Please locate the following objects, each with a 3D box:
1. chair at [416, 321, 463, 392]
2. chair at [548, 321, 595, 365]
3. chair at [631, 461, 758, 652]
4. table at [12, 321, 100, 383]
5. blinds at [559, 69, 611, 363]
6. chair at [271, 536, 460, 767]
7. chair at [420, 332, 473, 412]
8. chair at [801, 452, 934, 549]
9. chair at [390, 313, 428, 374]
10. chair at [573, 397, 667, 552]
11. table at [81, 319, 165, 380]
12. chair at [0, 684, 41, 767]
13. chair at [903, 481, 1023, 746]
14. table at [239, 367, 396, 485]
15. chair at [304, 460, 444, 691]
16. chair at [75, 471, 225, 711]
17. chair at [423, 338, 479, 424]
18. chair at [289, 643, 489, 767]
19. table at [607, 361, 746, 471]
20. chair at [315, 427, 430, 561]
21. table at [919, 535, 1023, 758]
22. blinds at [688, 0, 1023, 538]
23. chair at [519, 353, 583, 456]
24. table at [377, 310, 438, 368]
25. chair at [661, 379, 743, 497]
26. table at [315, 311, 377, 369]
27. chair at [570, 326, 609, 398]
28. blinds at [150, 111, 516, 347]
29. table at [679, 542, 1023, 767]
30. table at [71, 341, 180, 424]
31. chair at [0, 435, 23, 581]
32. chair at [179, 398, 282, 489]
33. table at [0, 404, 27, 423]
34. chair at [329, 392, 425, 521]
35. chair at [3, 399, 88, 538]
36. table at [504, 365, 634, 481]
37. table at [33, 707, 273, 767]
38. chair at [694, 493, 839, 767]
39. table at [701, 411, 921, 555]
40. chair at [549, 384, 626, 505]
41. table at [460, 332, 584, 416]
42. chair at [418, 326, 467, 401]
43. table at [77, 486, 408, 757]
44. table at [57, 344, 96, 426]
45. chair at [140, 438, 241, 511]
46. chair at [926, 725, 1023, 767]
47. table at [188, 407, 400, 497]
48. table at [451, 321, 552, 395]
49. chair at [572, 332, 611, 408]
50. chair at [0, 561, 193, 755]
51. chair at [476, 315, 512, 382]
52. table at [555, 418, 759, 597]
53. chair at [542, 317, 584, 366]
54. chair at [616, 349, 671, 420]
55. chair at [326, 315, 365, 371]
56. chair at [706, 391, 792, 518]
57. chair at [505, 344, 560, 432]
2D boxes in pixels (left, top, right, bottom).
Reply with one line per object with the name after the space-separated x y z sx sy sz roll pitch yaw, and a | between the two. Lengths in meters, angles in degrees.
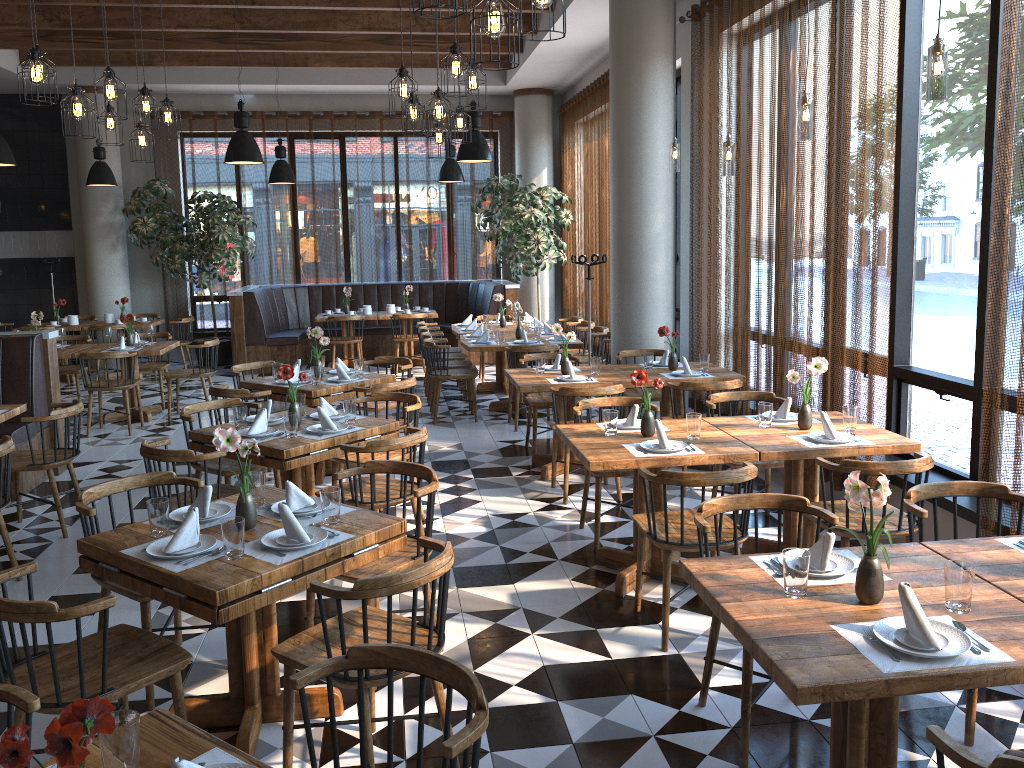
-0.878 -0.344 10.787 0.550 0.813 0.522 -2 8 -8 | chair
0.701 -0.313 10.415 0.550 0.813 0.522 -2 8 -8 | chair
0.833 0.737 4.085 0.519 0.813 0.552 -2 8 -8 | chair
-6.121 -0.420 12.008 0.850 0.760 0.855 -2 8 -8 | table
1.028 -2.269 12.405 0.155 3.562 3.216 -2 8 -7 | blinds
-0.470 0.946 2.980 0.550 0.813 0.521 5 10 37 | chair
-0.705 -0.147 9.581 0.550 0.813 0.522 -2 8 -8 | chair
1.668 0.702 4.201 0.519 0.813 0.552 -2 8 -8 | chair
-1.421 -0.581 12.272 0.519 0.813 0.552 -2 8 -8 | chair
0.649 0.527 5.368 0.519 0.813 0.552 -2 8 -8 | chair
-5.276 -0.456 12.125 0.850 0.760 0.855 -2 8 -8 | table
-1.235 1.141 1.892 0.550 0.813 0.521 5 10 37 | chair
1.788 0.839 3.365 0.519 0.813 0.552 -2 8 -8 | chair
-1.502 0.331 6.957 0.865 0.760 0.868 5 11 37 | table
-0.598 0.799 3.876 0.520 0.813 0.552 5 10 37 | chair
-1.501 0.837 3.751 0.550 0.813 0.521 5 10 37 | chair
-0.616 -0.046 8.961 0.550 0.813 0.522 -2 8 -8 | chair
-0.332 1.103 2.017 0.520 0.813 0.552 5 10 37 | chair
1.272 0.269 7.013 0.850 0.760 0.855 -2 8 -8 | table
-0.732 0.647 4.808 0.550 0.813 0.521 5 10 37 | chair
1.885 0.969 2.730 0.850 0.760 0.855 -2 8 -8 | table
2.155 -0.974 4.488 0.160 3.561 7.306 -2 9 -8 | blinds
0.340 0.174 7.532 0.519 0.813 0.552 -2 8 -8 | chair
-1.515 -0.654 12.883 0.850 0.760 0.855 -2 8 -8 | table
1.358 0.348 6.365 0.519 0.813 0.552 -2 8 -8 | chair
-2.360 -0.618 12.766 0.850 0.760 0.855 -2 8 -8 | table
0.793 -0.208 9.776 0.550 0.813 0.522 -2 8 -8 | chair
-2.688 -2.453 13.940 5.544 3.563 0.156 -2 7 -8 | blinds
1.037 1.005 2.612 0.850 0.760 0.855 -2 8 -8 | table
-4.003 -0.011 9.300 0.850 0.760 0.855 -2 8 -8 | table
-2.885 0.719 4.622 0.550 0.813 0.522 -2 8 -8 | chair
-1.763 0.538 5.579 0.550 0.813 0.521 5 10 37 | chair
-3.665 0.595 5.617 0.850 0.760 0.855 -2 8 -8 | table
-0.860 0.500 5.704 0.520 0.813 0.552 5 10 37 | chair
-3.040 0.542 5.705 0.550 0.813 0.522 -2 8 -8 | chair
0.424 0.305 6.895 0.850 0.760 0.855 -2 8 -8 | table
-0.723 1.221 1.513 0.865 0.760 0.868 5 11 37 | table
0.953 0.874 3.249 0.519 0.813 0.552 -2 8 -8 | chair
1.581 0.623 4.849 0.850 0.760 0.855 -2 8 -8 | table
0.523 0.383 6.249 0.519 0.813 0.552 -2 8 -8 | chair
0.076 -0.099 9.363 1.215 0.760 1.221 -2 9 -4 | table
-0.796 -0.252 10.220 0.550 0.813 0.522 -2 8 -8 | chair
-0.988 0.919 3.360 0.865 0.760 0.868 5 11 37 | table
-4.847 0.025 9.183 0.850 0.760 0.855 -2 8 -8 | table
-1.635 0.685 4.683 0.520 0.813 0.552 5 10 37 | chair
1.136 1.084 1.966 0.519 0.813 0.552 -2 8 -8 | chair
-1.249 0.620 5.188 0.865 0.760 0.868 5 11 37 | table
-0.101 -0.302 10.603 1.215 0.760 1.221 -2 9 -4 | table
0.879 -0.110 9.175 0.550 0.813 0.522 -2 8 -8 | chair
-1.373 0.984 2.855 0.520 0.813 0.552 5 10 37 | chair
-0.210 -0.458 11.391 0.519 0.813 0.552 -2 8 -8 | chair
0.734 0.658 4.731 0.850 0.760 0.855 -2 8 -8 | table
0.618 -0.408 11.000 0.550 0.813 0.522 -2 8 -8 | chair
1.175 0.138 7.648 0.519 0.813 0.552 -2 8 -8 | chair
-2.271 -0.545 12.154 0.519 0.813 0.552 -2 8 -8 | chair
1.485 0.492 5.484 0.519 0.813 0.552 -2 8 -8 | chair
0.196 0.007 8.552 0.519 0.813 0.552 -2 8 -8 | chair
